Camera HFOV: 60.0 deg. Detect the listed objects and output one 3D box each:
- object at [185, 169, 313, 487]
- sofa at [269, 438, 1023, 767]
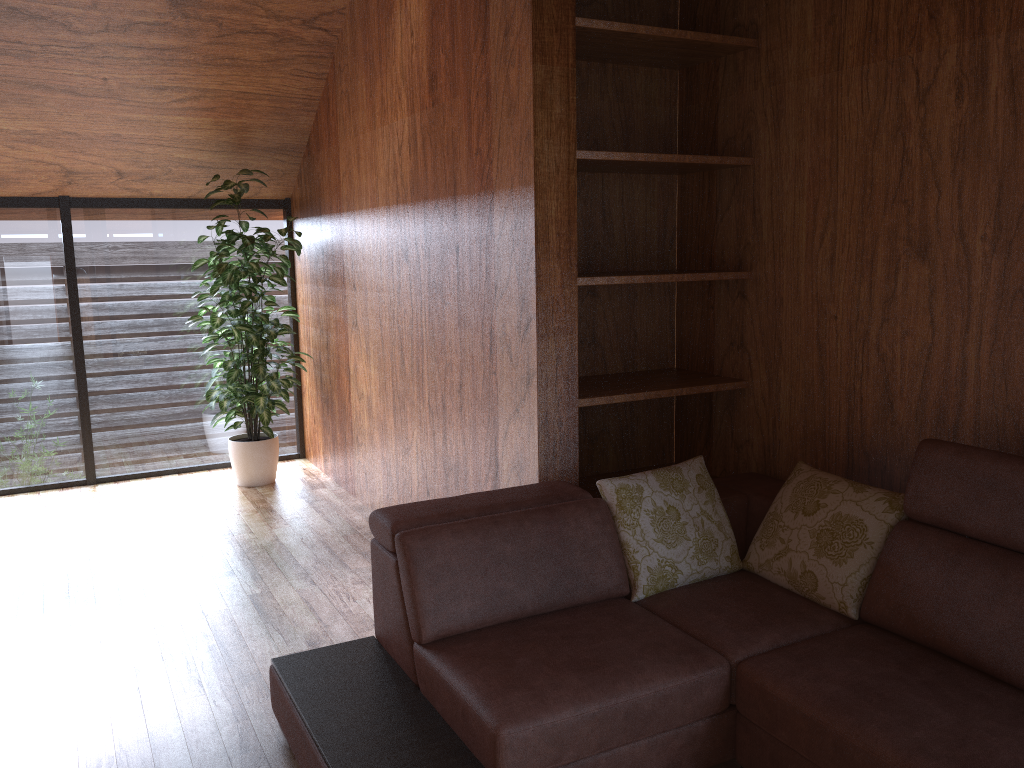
[{"bbox_3d":[-1.403,-0.292,4.745,0.641,1.691,0.674,-4,10,-20],"label":"object"},{"bbox_3d":[0.663,0.624,1.637,1.710,0.760,2.486,-6,10,-27],"label":"sofa"}]
